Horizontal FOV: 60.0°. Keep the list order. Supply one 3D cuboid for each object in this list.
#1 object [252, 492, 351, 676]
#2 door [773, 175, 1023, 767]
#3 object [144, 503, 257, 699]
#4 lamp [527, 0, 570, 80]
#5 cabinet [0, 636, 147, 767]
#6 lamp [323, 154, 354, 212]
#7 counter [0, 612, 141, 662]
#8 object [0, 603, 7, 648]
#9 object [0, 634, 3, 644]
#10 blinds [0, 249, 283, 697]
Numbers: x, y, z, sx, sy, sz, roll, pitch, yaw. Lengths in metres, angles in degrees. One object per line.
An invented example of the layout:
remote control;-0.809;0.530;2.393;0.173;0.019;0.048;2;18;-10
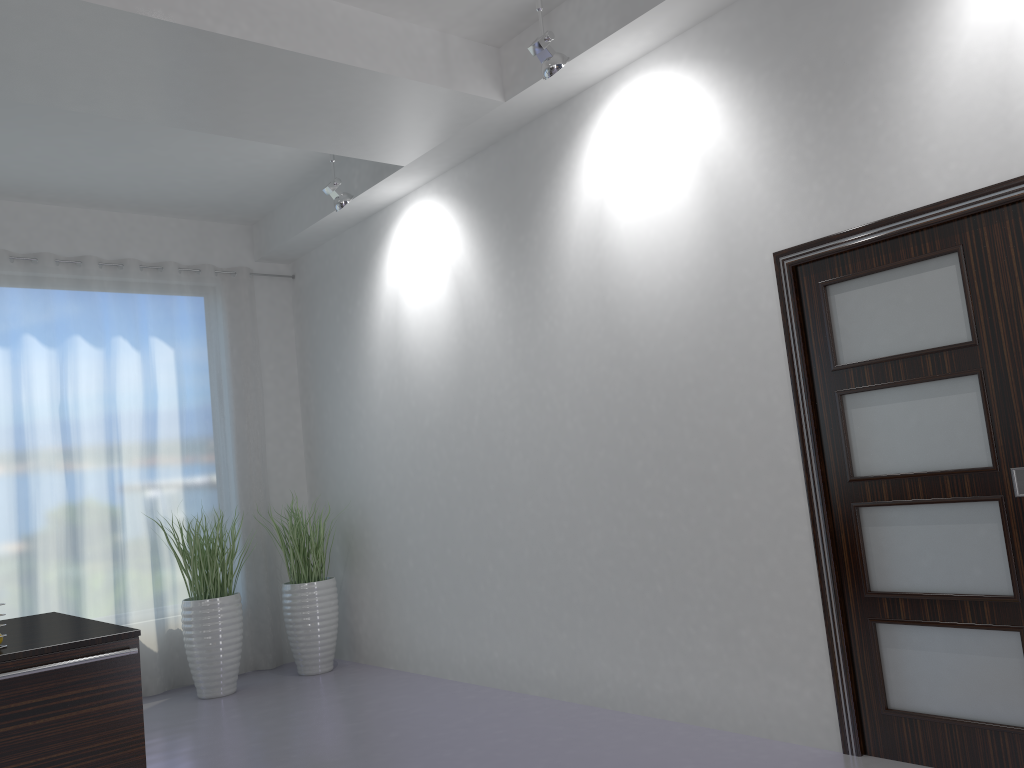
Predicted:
object;-1.541;1.424;6.442;0.713;1.334;0.656;-10;-8;35
door;1.848;0.327;3.053;0.220;2.061;1.764;-1;-8;-39
object;-2.033;1.428;5.999;0.713;1.334;0.656;-1;-8;-39
lamp;0.152;-1.627;4.017;0.185;0.511;0.150;-1;-8;-39
cabinet;-2.883;1.370;2.396;3.285;0.852;1.377;-1;-8;-39
lamp;-1.096;-1.328;5.551;0.185;0.511;0.150;-1;-8;-39
counter;-2.912;1.150;2.429;3.291;1.300;1.302;-1;-8;-39
object;-1.783;0.781;2.857;0.207;0.174;0.189;-8;-6;15
object;-1.696;0.835;2.895;0.053;0.052;0.062;-6;-6;0
blinds;-2.998;0.632;6.072;2.830;3.112;0.120;-1;-8;-39
